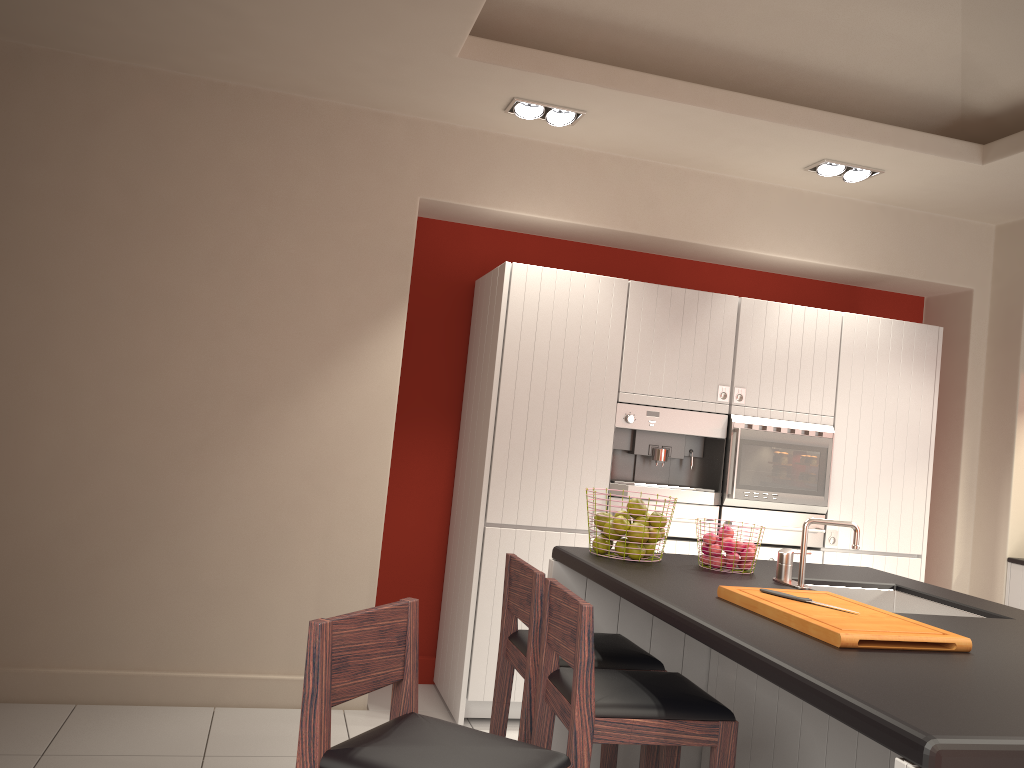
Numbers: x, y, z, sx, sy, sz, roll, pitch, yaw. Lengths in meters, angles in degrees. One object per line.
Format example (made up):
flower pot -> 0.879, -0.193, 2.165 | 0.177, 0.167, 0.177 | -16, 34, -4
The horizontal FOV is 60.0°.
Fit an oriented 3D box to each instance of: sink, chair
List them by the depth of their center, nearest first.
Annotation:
chair -> -0.174, 1.023, 1.868 | 0.474, 1.008, 0.383 | 4, -3, 26
chair -> 0.321, 1.104, 2.503 | 0.474, 1.008, 0.383 | 7, -3, -12
sink -> 1.232, 0.854, 2.938 | 0.516, 0.258, 0.567 | 7, -3, -14
chair -> 0.205, 1.115, 2.949 | 0.474, 1.008, 0.383 | 7, -3, -14

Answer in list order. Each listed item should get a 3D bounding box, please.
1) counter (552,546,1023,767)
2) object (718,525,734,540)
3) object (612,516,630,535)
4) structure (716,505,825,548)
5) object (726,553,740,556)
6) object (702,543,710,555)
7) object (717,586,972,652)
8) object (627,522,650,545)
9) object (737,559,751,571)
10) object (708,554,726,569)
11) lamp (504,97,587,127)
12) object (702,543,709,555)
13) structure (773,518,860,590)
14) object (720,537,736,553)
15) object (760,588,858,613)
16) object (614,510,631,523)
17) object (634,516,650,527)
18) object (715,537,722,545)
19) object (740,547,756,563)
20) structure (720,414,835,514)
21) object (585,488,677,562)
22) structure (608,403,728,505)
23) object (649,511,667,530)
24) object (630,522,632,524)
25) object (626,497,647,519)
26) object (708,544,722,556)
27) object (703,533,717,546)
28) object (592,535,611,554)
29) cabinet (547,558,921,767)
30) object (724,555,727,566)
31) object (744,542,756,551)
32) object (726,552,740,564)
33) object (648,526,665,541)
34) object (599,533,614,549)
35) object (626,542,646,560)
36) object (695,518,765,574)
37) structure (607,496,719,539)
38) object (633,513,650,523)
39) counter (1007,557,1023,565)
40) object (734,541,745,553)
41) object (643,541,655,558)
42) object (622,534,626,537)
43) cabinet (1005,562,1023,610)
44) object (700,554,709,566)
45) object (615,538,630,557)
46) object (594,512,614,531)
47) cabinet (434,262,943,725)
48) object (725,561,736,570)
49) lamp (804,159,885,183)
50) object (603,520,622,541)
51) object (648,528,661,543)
counter -> 1.088, 0.696, 2.585 | 1.415, 0.050, 2.054 | 7, -3, -14
object -> 0.774, 0.540, 3.205 | 0.056, 0.058, 0.056 | 4, -3, 31
object -> 0.394, 0.508, 3.191 | 0.067, 0.068, 0.067 | 4, -4, 38
structure -> 1.381, 0.759, 4.693 | 0.617, 0.177, 0.129 | 7, -3, -14
object -> 0.809, 0.611, 3.239 | 0.055, 0.056, 0.055 | 6, -3, -5
object -> 0.726, 0.598, 3.245 | 0.060, 0.059, 0.059 | 6, -3, -2
object -> 0.858, 0.620, 2.372 | 0.372, 0.033, 0.570 | 7, -3, -16
object -> 0.453, 0.539, 3.189 | 0.082, 0.082, 0.082 | 3, -4, 42
object -> 0.844, 0.652, 3.221 | 0.050, 0.049, 0.049 | 3, -4, 42
object -> 0.737, 0.634, 3.191 | 0.061, 0.057, 0.062 | 7, -3, -14
lamp -> 0.161, -1.334, 4.304 | 0.361, 0.103, 0.199 | 7, -3, -14
object -> 0.705, 0.596, 3.207 | 0.041, 0.041, 0.040 | 5, -3, 22
structure -> 1.028, 0.576, 3.010 | 0.224, 0.249, 0.183 | 7, -3, -14
object -> 0.772, 0.575, 3.165 | 0.056, 0.055, 0.051 | 6, -3, 0
object -> 0.819, 0.597, 2.442 | 0.035, 0.010, 0.302 | 9, -4, -44
object -> 0.405, 0.494, 3.252 | 0.062, 0.061, 0.057 | 6, -3, 0
object -> 0.475, 0.510, 3.235 | 0.057, 0.054, 0.056 | 9, -4, -43
object -> 0.741, 0.574, 3.213 | 0.041, 0.039, 0.041 | 6, -3, 2
object -> 0.844, 0.612, 3.176 | 0.055, 0.056, 0.055 | 6, -3, -5
structure -> 1.391, 0.430, 4.788 | 0.610, 0.473, 0.332 | 7, -3, -14
object -> 0.428, 0.518, 3.275 | 0.341, 0.232, 0.341 | 5, -3, 19
structure -> 0.769, 0.366, 4.707 | 0.623, 0.470, 0.453 | 7, -3, -14
object -> 0.532, 0.498, 3.229 | 0.067, 0.064, 0.067 | 7, -3, -14
object -> 0.417, 0.517, 3.329 | 0.062, 0.061, 0.057 | 6, -3, 0
object -> 0.461, 0.459, 3.276 | 0.078, 0.080, 0.078 | 7, -3, -14
object -> 0.725, 0.593, 3.166 | 0.048, 0.046, 0.048 | 4, -4, 35
object -> 0.711, 0.557, 3.189 | 0.048, 0.046, 0.048 | 4, -3, 31
object -> 0.327, 0.587, 3.241 | 0.068, 0.068, 0.068 | 6, -3, -3
cabinet -> 1.032, 1.225, 2.562 | 1.423, 1.011, 2.034 | 7, -3, -14
object -> 0.761, 0.645, 3.242 | 0.050, 0.049, 0.049 | 3, -4, 42
object -> 0.858, 0.600, 3.224 | 0.056, 0.050, 0.055 | 5, -3, 24
object -> 0.787, 0.619, 3.160 | 0.046, 0.043, 0.046 | 4, -3, 25
object -> 0.530, 0.547, 3.264 | 0.066, 0.064, 0.067 | 6, -3, -10
object -> 0.347, 0.594, 3.326 | 0.068, 0.068, 0.068 | 6, -3, -3
object -> 0.444, 0.596, 3.173 | 0.068, 0.068, 0.068 | 6, -3, -3
object -> 0.784, 0.587, 3.216 | 0.247, 0.168, 0.248 | 7, -3, -26
structure -> 0.775, 0.690, 4.537 | 0.617, 0.177, 0.129 | 7, -3, -14
object -> 0.491, 0.515, 3.313 | 0.078, 0.076, 0.071 | 3, -4, 45
counter -> 3.345, 1.029, 4.512 | 0.699, 0.026, 1.360 | 7, -3, -14
object -> 0.818, 0.587, 3.193 | 0.041, 0.044, 0.045 | 3, -4, 45
object -> 0.483, 0.596, 3.251 | 0.084, 0.079, 0.086 | 4, -3, 31
object -> 0.401, 0.548, 3.371 | 0.076, 0.077, 0.076 | 3, -4, 40
cabinet -> 3.294, 1.536, 4.488 | 0.687, 0.994, 1.361 | 7, -3, -14
object -> 0.716, 0.641, 3.250 | 0.050, 0.049, 0.049 | 3, -4, 42
object -> 0.408, 0.595, 3.224 | 0.068, 0.068, 0.068 | 6, -3, -3
object -> 0.347, 0.519, 3.339 | 0.076, 0.068, 0.077 | 7, -3, -21
cabinet -> 0.999, 0.664, 4.952 | 2.557, 2.251, 0.716 | 7, -3, -14
object -> 0.788, 0.651, 3.195 | 0.040, 0.039, 0.039 | 4, -4, 34
lamp -> 1.765, -1.140, 4.716 | 0.361, 0.084, 0.199 | 7, -3, -14
object -> 0.375, 0.541, 3.275 | 0.076, 0.077, 0.076 | 3, -4, 40
object -> 0.509, 0.547, 3.205 | 0.055, 0.057, 0.057 | 7, -3, -23
